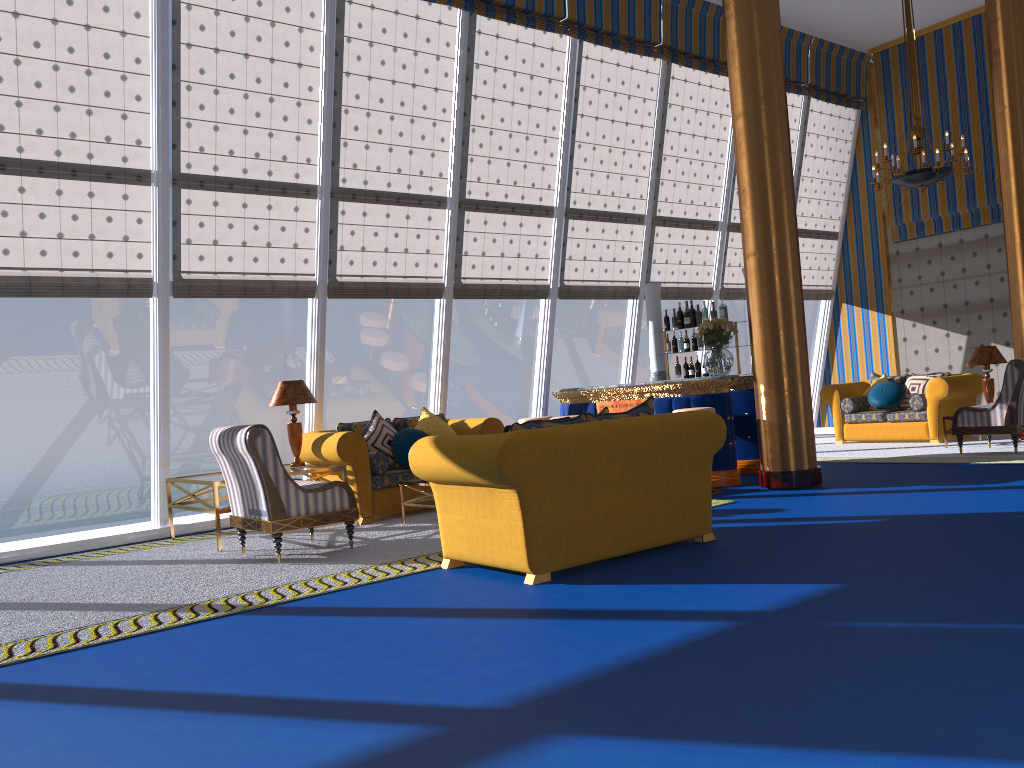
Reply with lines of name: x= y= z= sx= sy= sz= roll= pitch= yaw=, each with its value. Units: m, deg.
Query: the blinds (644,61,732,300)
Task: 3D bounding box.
blinds: x=2.388 y=-2.859 z=11.715 sx=1.379 sy=3.394 sz=0.866 roll=-5 pitch=0 yaw=-38

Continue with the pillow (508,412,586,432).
pillow: x=0.218 y=0.497 z=5.347 sx=0.619 sy=0.610 sz=0.336 roll=-4 pitch=0 yaw=-33

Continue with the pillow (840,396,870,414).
pillow: x=4.674 y=0.280 z=12.089 sx=0.381 sy=0.219 sz=0.213 roll=-4 pitch=-1 yaw=-34

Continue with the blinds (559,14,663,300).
blinds: x=1.225 y=-2.775 z=10.793 sx=1.379 sy=3.394 sz=0.866 roll=-5 pitch=0 yaw=-38

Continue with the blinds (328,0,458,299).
blinds: x=-1.167 y=-2.602 z=8.893 sx=1.379 sy=3.394 sz=0.866 roll=-5 pitch=0 yaw=-38

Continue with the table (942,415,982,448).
table: x=5.696 y=0.514 z=10.265 sx=0.915 sy=0.369 sz=0.965 roll=-4 pitch=-1 yaw=-38

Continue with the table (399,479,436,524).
table: x=-0.309 y=0.975 z=7.576 sx=0.915 sy=0.369 sz=0.965 roll=-4 pitch=-1 yaw=-38

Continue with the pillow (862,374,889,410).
pillow: x=5.043 y=0.109 z=12.053 sx=0.234 sy=0.491 sz=0.605 roll=-5 pitch=0 yaw=-33

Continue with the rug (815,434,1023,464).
rug: x=5.225 y=0.746 z=10.701 sx=3.629 sy=0.011 sz=6.194 roll=-4 pitch=-1 yaw=-38

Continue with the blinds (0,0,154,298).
blinds: x=-3.554 y=-2.430 z=6.999 sx=1.379 sy=3.394 sz=0.866 roll=-5 pitch=0 yaw=-38

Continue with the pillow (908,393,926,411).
pillow: x=5.249 y=0.222 z=11.299 sx=0.376 sy=0.219 sz=0.213 roll=-4 pitch=-1 yaw=-34

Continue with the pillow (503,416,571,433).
pillow: x=0.084 y=0.452 z=5.497 sx=0.527 sy=0.456 sz=0.324 roll=-4 pitch=0 yaw=-39

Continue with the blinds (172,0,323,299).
blinds: x=-2.346 y=-2.517 z=7.958 sx=1.379 sy=3.394 sz=0.866 roll=-5 pitch=0 yaw=-38

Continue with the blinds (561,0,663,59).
blinds: x=1.182 y=-4.310 z=10.342 sx=1.539 sy=0.830 sz=0.335 roll=-4 pitch=0 yaw=-38

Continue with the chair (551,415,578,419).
chair: x=0.605 y=0.712 z=8.971 sx=0.398 sy=0.782 sz=0.398 roll=-5 pitch=0 yaw=0

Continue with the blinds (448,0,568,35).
blinds: x=-0.037 y=-4.222 z=9.375 sx=1.539 sy=0.830 sz=0.335 roll=-4 pitch=0 yaw=-38

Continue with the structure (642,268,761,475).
structure: x=2.052 y=-0.098 z=10.027 sx=2.288 sy=2.196 sz=0.777 roll=-5 pitch=0 yaw=43

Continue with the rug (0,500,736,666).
rug: x=-1.671 y=1.265 z=6.841 sx=6.319 sy=0.010 sz=3.556 roll=-4 pitch=-1 yaw=-39

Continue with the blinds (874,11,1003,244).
blinds: x=6.451 y=-3.692 z=12.459 sx=0.153 sy=2.990 sz=2.634 roll=-5 pitch=0 yaw=-38

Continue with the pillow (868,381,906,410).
pillow: x=4.968 y=0.153 z=11.763 sx=0.458 sy=0.367 sz=0.392 roll=-5 pitch=0 yaw=12

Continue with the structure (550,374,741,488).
structure: x=1.357 y=0.516 z=9.217 sx=2.288 sy=1.065 sz=0.777 roll=-5 pitch=-1 yaw=41

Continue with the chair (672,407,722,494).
chair: x=1.704 y=0.611 z=8.171 sx=0.395 sy=0.782 sz=0.401 roll=-5 pitch=0 yaw=22

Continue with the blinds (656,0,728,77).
blinds: x=2.402 y=-4.398 z=11.311 sx=1.539 sy=0.830 sz=0.335 roll=-4 pitch=0 yaw=-38

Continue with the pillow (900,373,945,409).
pillow: x=5.352 y=0.097 z=11.599 sx=0.331 sy=0.456 sz=0.516 roll=-4 pitch=0 yaw=-39

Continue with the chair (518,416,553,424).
chair: x=0.293 y=0.745 z=9.532 sx=0.398 sy=0.782 sz=0.398 roll=-5 pitch=0 yaw=0

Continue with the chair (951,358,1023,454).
chair: x=5.220 y=0.229 z=9.398 sx=0.802 sy=0.966 sz=0.776 roll=-4 pitch=0 yaw=-38

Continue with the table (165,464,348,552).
table: x=-2.242 y=1.047 z=7.800 sx=1.163 sy=0.549 sz=1.225 roll=-4 pitch=-1 yaw=-38

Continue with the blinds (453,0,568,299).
blinds: x=0.016 y=-2.688 z=9.833 sx=1.379 sy=3.394 sz=0.866 roll=-5 pitch=0 yaw=-38

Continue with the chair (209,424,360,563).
chair: x=-1.682 y=0.762 z=6.526 sx=0.792 sy=0.966 sz=0.786 roll=-4 pitch=0 yaw=-38

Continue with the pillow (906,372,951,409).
pillow: x=5.509 y=0.143 z=11.731 sx=0.343 sy=0.610 sz=0.608 roll=-5 pitch=0 yaw=-33

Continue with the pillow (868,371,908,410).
pillow: x=5.142 y=0.148 z=12.187 sx=0.357 sy=0.672 sz=0.595 roll=-5 pitch=0 yaw=-30

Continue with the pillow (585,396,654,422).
pillow: x=0.678 y=0.432 z=5.723 sx=0.606 sy=0.672 sz=0.351 roll=-5 pitch=0 yaw=-30

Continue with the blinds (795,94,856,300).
blinds: x=4.779 y=-3.032 z=13.614 sx=1.379 sy=3.394 sz=0.866 roll=-5 pitch=0 yaw=-38

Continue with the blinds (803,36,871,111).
blinds: x=4.837 y=-4.574 z=13.244 sx=1.539 sy=0.830 sz=0.335 roll=-4 pitch=0 yaw=-38

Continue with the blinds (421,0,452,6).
blinds: x=-1.253 y=-4.134 z=8.410 sx=1.539 sy=0.830 sz=0.335 roll=-4 pitch=0 yaw=-38

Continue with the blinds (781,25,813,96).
blinds: x=3.618 y=-4.486 z=12.276 sx=1.539 sy=0.830 sz=0.335 roll=-4 pitch=0 yaw=-38

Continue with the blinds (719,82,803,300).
blinds: x=3.607 y=-2.947 z=12.683 sx=1.379 sy=3.394 sz=0.866 roll=-5 pitch=0 yaw=-38

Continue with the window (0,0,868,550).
window: x=-0.674 y=-1.721 z=9.601 sx=15.620 sy=5.855 sz=1.603 roll=-4 pitch=0 yaw=-38
